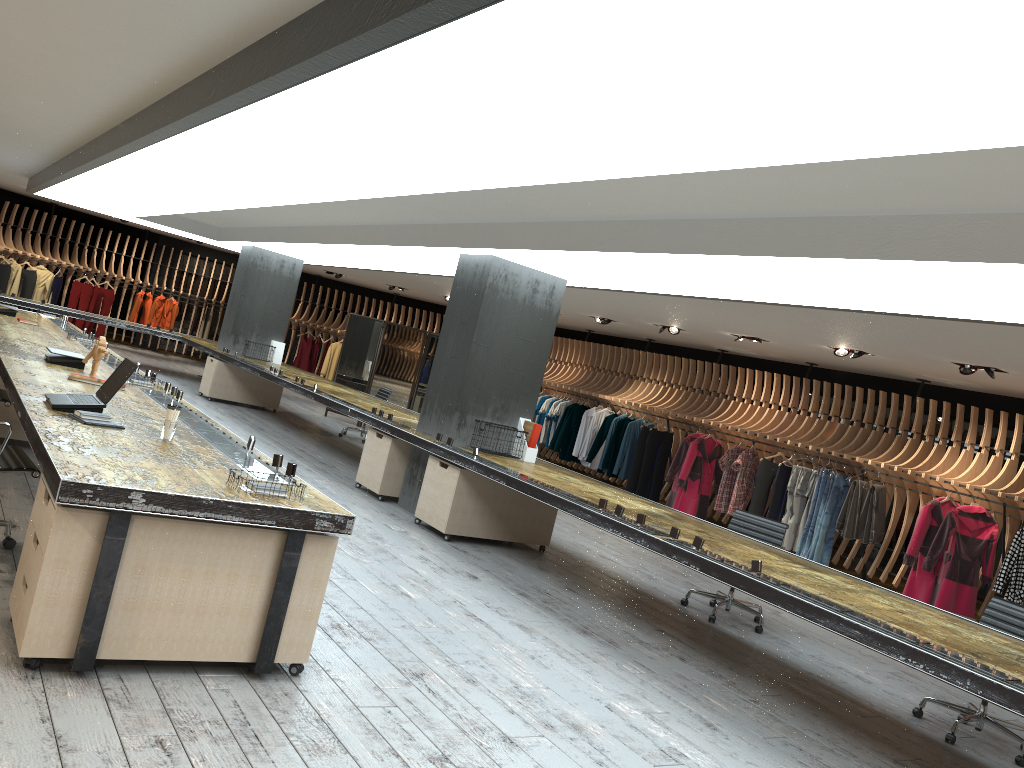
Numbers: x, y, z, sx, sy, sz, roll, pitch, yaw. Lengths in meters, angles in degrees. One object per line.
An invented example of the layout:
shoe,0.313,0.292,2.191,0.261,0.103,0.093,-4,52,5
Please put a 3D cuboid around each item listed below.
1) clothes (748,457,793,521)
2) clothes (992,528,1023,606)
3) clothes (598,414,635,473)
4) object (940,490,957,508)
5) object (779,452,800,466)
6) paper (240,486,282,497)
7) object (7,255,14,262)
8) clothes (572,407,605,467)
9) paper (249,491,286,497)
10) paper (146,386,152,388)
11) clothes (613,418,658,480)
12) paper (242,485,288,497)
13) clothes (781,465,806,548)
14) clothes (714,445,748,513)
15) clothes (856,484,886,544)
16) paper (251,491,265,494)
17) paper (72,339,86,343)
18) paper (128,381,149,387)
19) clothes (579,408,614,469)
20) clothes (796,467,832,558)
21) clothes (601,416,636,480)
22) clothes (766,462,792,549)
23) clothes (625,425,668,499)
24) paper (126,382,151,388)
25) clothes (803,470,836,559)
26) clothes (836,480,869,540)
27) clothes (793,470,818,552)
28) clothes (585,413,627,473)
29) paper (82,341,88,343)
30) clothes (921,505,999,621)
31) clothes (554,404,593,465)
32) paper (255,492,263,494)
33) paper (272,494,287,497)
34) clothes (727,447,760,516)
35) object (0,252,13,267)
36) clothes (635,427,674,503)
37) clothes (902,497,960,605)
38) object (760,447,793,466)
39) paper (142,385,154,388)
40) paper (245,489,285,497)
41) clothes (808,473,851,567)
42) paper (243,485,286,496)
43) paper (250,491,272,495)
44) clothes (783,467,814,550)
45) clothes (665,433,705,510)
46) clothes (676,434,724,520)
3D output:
clothes,3.596,1.739,12.463,0.539,1.353,0.087,14,0,6
clothes,5.558,2.068,9.502,0.772,1.161,0.191,14,0,-13
clothes,1.890,1.049,15.232,0.713,1.088,0.257,14,0,-38
object,5.136,1.373,10.414,0.524,0.270,0.012,14,0,-14
object,3.901,1.046,12.303,0.524,0.270,0.012,14,0,-34
paper,-1.080,0.463,3.828,0.176,0.003,0.130,14,1,-35
object,-10.499,-2.591,18.597,0.525,0.270,0.012,14,0,11
clothes,1.491,0.954,15.868,0.732,1.106,0.165,14,0,-29
paper,-1.071,0.463,3.839,0.176,0.004,0.130,14,1,-30
paper,-2.810,0.005,6.702,0.176,0.004,0.130,14,1,-25
clothes,2.126,1.111,14.866,0.713,1.088,0.257,14,0,-28
paper,-1.070,0.462,3.839,0.176,0.004,0.130,14,1,-29
clothes,3.830,1.684,12.116,0.273,1.143,0.170,14,0,-1
clothes,3.263,1.407,13.070,0.759,1.020,0.188,14,0,-33
clothes,4.575,1.650,11.256,0.336,0.776,0.255,14,0,-18
paper,-1.070,0.462,3.839,0.176,0.004,0.130,14,1,-29
paper,-4.552,-0.452,9.373,0.176,0.003,0.130,14,1,-35
paper,-2.809,0.002,6.702,0.176,0.004,0.130,14,1,-28
clothes,1.547,0.970,15.678,0.731,1.106,0.165,14,0,-34
clothes,3.997,1.860,11.822,0.276,1.543,0.317,14,0,-35
clothes,1.945,1.092,15.125,0.912,1.081,0.238,14,0,-34
clothes,3.720,1.771,12.304,0.538,1.353,0.088,14,0,-34
clothes,2.216,1.376,14.625,0.539,1.353,0.087,14,0,-9
paper,-2.818,0.004,6.691,0.176,0.003,0.130,14,1,-35
clothes,4.134,1.778,11.721,0.317,1.292,0.276,14,0,20
clothes,4.381,1.608,11.333,0.278,0.767,0.264,14,0,-26
clothes,3.980,1.722,11.963,0.170,1.143,0.273,14,0,13
clothes,1.748,1.041,15.417,0.912,1.081,0.238,14,0,-29
paper,-4.543,-0.453,9.384,0.176,0.004,0.130,14,1,-27
clothes,5.139,2.019,10.145,0.839,1.312,0.321,14,0,-5
clothes,1.240,0.910,16.200,0.912,1.081,0.238,14,0,-29
paper,-1.071,0.463,3.839,0.176,0.004,0.130,14,1,-32
paper,-1.070,0.462,3.839,0.176,0.004,0.130,14,1,-27
clothes,3.371,1.433,12.877,0.180,1.030,0.758,14,0,42
object,-10.604,-2.616,18.431,0.525,0.270,0.012,14,0,1
clothes,2.304,1.399,14.455,0.538,1.353,0.088,14,0,-29
clothes,4.982,1.978,10.385,0.839,1.312,0.321,14,0,-15
object,3.780,1.014,12.475,0.525,0.270,0.012,14,0,6
paper,-2.809,0.003,6.702,0.176,0.004,0.130,14,1,-29
paper,-1.071,0.464,3.839,0.176,0.004,0.130,14,1,-25
clothes,4.138,1.904,11.568,0.372,1.536,0.313,14,0,-22
paper,-1.070,0.461,3.839,0.176,0.004,0.130,14,1,-28
paper,-1.070,0.463,3.839,0.176,0.004,0.130,14,1,-30
clothes,3.877,1.694,12.020,0.277,1.141,0.172,14,0,-27
clothes,2.753,1.387,13.831,0.838,1.312,0.321,14,0,-35
clothes,2.908,1.428,13.589,0.838,1.312,0.321,14,0,-25
